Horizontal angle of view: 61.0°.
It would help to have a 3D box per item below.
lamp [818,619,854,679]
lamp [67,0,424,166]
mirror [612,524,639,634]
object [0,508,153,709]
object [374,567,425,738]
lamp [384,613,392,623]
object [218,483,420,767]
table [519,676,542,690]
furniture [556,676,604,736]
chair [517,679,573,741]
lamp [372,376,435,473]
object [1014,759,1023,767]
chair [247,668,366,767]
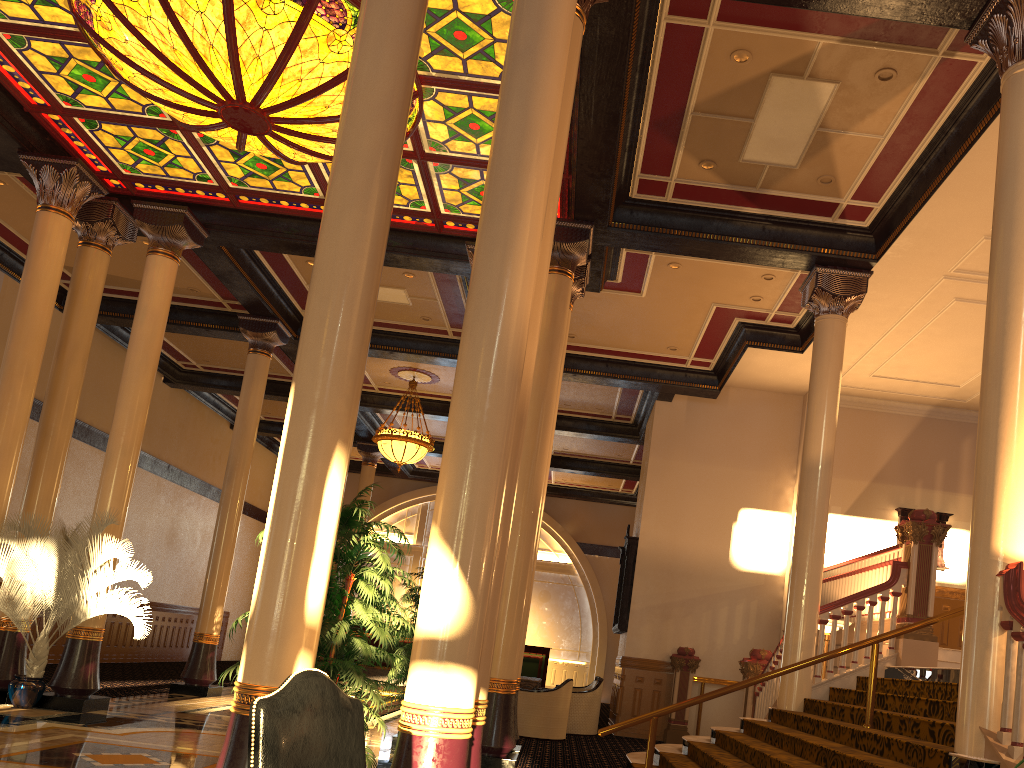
[{"bbox_3d":[3.605,3.770,10.166,0.598,1.968,0.576,10,-9,-15],"label":"lamp"},{"bbox_3d":[-2.325,-2.625,7.756,2.997,0.589,3.090,7,-17,0],"label":"lamp"},{"bbox_3d":[2.051,3.559,15.939,0.254,1.941,1.834,7,-12,5],"label":"mirror"},{"bbox_3d":[-4.774,2.410,9.430,1.810,2.222,2.146,6,-12,6],"label":"object"},{"bbox_3d":[-0.893,2.856,9.163,1.054,2.103,1.087,9,-10,-9],"label":"object"},{"bbox_3d":[-3.401,6.339,23.369,0.450,0.433,0.408,19,-17,-41],"label":"lamp"},{"bbox_3d":[-1.074,1.583,5.075,1.143,2.103,1.000,15,-12,-38],"label":"object"},{"bbox_3d":[-0.113,5.210,14.346,1.102,0.755,1.689,6,-15,3],"label":"table"},{"bbox_3d":[1.097,5.463,14.919,0.804,0.921,2.241,6,-16,4],"label":"furniture"},{"bbox_3d":[0.474,4.791,12.906,0.748,0.892,1.011,3,-14,22],"label":"chair"},{"bbox_3d":[-2.019,0.776,16.637,1.198,1.864,1.213,8,-11,-3],"label":"lamp"},{"bbox_3d":[1.185,1.000,1.073,1.092,1.404,1.053,1,-13,30],"label":"object"},{"bbox_3d":[-0.441,1.470,2.687,0.726,1.074,0.777,4,-11,17],"label":"chair"}]
